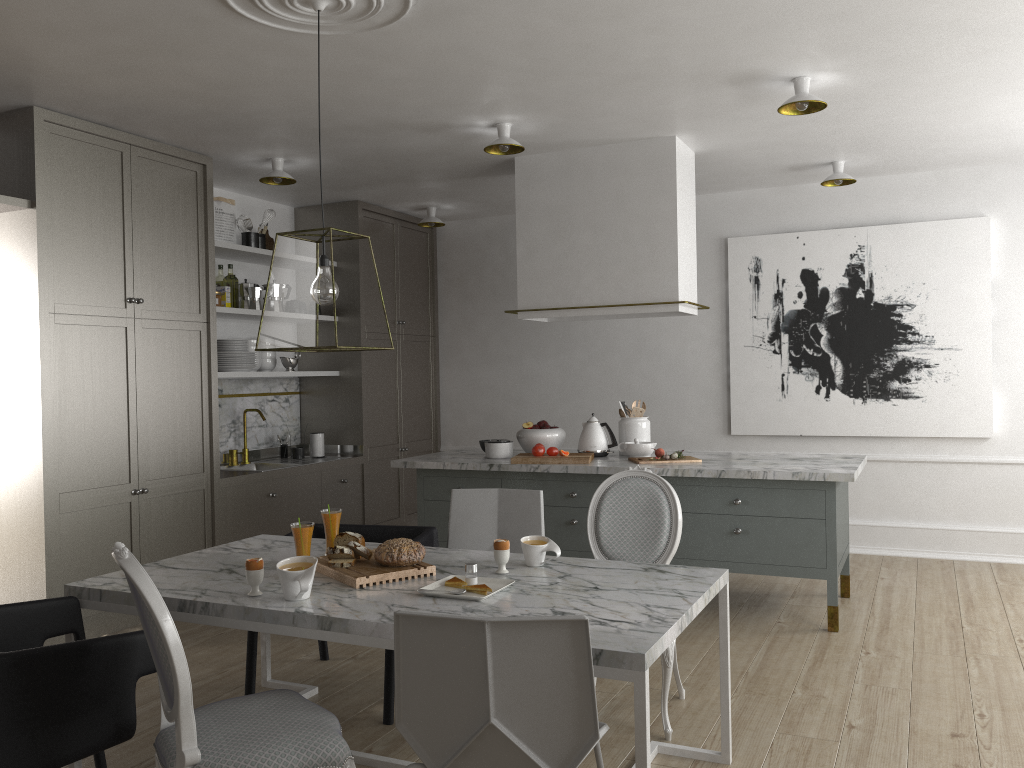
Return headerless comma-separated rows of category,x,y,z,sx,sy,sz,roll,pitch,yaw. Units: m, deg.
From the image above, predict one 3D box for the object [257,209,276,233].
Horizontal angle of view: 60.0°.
object,-1.544,-1.015,5.569,0.070,0.187,0.135,-1,1,28

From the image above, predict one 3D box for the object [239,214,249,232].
object,-1.636,-0.963,5.446,0.050,0.148,0.085,-1,1,27

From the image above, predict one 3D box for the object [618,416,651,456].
object,0.675,0.285,4.889,0.174,0.208,0.174,-1,1,43

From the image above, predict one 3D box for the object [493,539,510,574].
object,-0.031,0.515,2.666,0.050,0.101,0.050,-1,1,32

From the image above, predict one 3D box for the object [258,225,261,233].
object,-1.616,-0.921,5.652,0.023,0.202,0.079,-1,1,5

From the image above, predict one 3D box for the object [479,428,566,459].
object,0.054,0.323,4.960,0.491,0.156,0.364,-1,1,2

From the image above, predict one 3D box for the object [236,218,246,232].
object,-1.677,-0.963,5.535,0.085,0.148,0.050,-1,1,-3

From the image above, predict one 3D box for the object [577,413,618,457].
object,0.451,0.277,4.834,0.178,0.236,0.204,-1,1,-28

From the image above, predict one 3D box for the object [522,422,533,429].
object,0.087,0.231,4.899,0.061,0.048,0.054,-1,1,-11

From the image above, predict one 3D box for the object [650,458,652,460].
object,0.699,0.377,4.471,0.028,0.010,0.015,-1,1,-1

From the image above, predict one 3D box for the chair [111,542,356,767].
chair,-0.638,0.754,2.045,0.505,0.833,0.480,-2,1,-33

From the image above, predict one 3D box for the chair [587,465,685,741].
chair,0.371,0.722,3.114,0.480,0.833,0.505,-1,1,22

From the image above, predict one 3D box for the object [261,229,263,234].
object,-1.609,-0.912,5.722,0.023,0.185,0.092,-1,1,35

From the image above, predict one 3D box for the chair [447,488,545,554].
chair,-0.100,0.779,3.241,0.470,0.745,0.439,-1,1,15

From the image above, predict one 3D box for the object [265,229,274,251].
object,-1.575,-0.912,5.733,0.038,0.183,0.092,-1,1,35

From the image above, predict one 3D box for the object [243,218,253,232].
object,-1.600,-0.919,5.465,0.039,0.185,0.132,-1,1,16

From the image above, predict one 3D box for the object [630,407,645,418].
object,0.651,0.255,4.846,0.149,0.262,0.054,-1,1,40

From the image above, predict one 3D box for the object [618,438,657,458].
object,0.671,0.337,4.710,0.172,0.110,0.159,-1,1,-20

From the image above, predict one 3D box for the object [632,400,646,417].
object,0.689,0.237,4.937,0.056,0.296,0.131,-1,1,45

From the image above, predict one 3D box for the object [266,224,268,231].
object,-1.596,-0.930,5.654,0.016,0.191,0.106,-1,1,35

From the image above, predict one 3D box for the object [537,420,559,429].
object,0.204,0.249,4.942,0.071,0.091,0.167,-2,1,-40

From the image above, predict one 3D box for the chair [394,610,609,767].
chair,-0.001,0.793,1.806,0.470,0.745,0.439,-1,1,10

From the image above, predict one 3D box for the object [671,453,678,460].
object,0.816,0.362,4.458,0.035,0.036,0.037,-1,1,13

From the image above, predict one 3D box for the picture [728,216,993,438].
picture,2.162,-0.328,5.619,1.545,1.315,0.039,-1,1,25

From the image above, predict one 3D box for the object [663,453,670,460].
object,0.776,0.361,4.460,0.033,0.037,0.034,-1,1,3

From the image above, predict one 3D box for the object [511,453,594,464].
object,0.215,0.387,4.614,0.400,0.030,0.290,-1,1,10

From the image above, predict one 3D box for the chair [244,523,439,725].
chair,-0.608,0.863,3.363,0.569,0.597,0.609,-1,1,15

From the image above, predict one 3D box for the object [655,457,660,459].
object,0.736,0.373,4.463,0.030,0.017,0.013,-1,1,34

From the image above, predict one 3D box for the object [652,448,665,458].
object,0.755,0.354,4.560,0.050,0.051,0.090,-1,1,-12

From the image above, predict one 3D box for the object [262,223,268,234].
object,-1.585,-0.923,5.620,0.083,0.201,0.023,-1,1,-10

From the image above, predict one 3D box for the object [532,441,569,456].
object,0.204,0.335,4.602,0.194,0.079,0.135,-1,1,14

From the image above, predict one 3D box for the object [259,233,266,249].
object,-1.617,-0.883,5.618,0.112,0.128,0.112,-1,1,9

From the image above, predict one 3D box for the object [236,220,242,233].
object,-1.670,-0.921,5.507,0.059,0.199,0.098,-1,1,44

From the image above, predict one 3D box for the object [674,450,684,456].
object,0.856,0.359,4.561,0.057,0.039,0.049,-1,1,22

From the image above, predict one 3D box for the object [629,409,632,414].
object,0.681,0.260,4.936,0.114,0.247,0.050,-1,1,30

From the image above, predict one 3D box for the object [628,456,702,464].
object,0.775,0.386,4.513,0.330,0.012,0.220,-1,1,-5

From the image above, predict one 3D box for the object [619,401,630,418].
object,0.668,0.239,4.897,0.141,0.290,0.064,-1,1,39

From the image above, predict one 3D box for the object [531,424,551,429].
object,0.155,0.262,4.912,0.154,0.074,0.135,-1,1,21

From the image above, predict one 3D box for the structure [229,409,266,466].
structure,-1.654,0.329,5.507,0.195,0.347,0.167,-1,1,33

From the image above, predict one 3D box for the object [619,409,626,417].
object,0.648,0.259,4.870,0.117,0.251,0.061,-1,1,5

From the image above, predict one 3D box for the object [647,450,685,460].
object,0.762,0.366,4.478,0.224,0.058,0.116,-1,1,-29

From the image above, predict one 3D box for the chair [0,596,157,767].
chair,-1.211,0.887,2.251,0.569,0.597,0.609,-1,1,40
